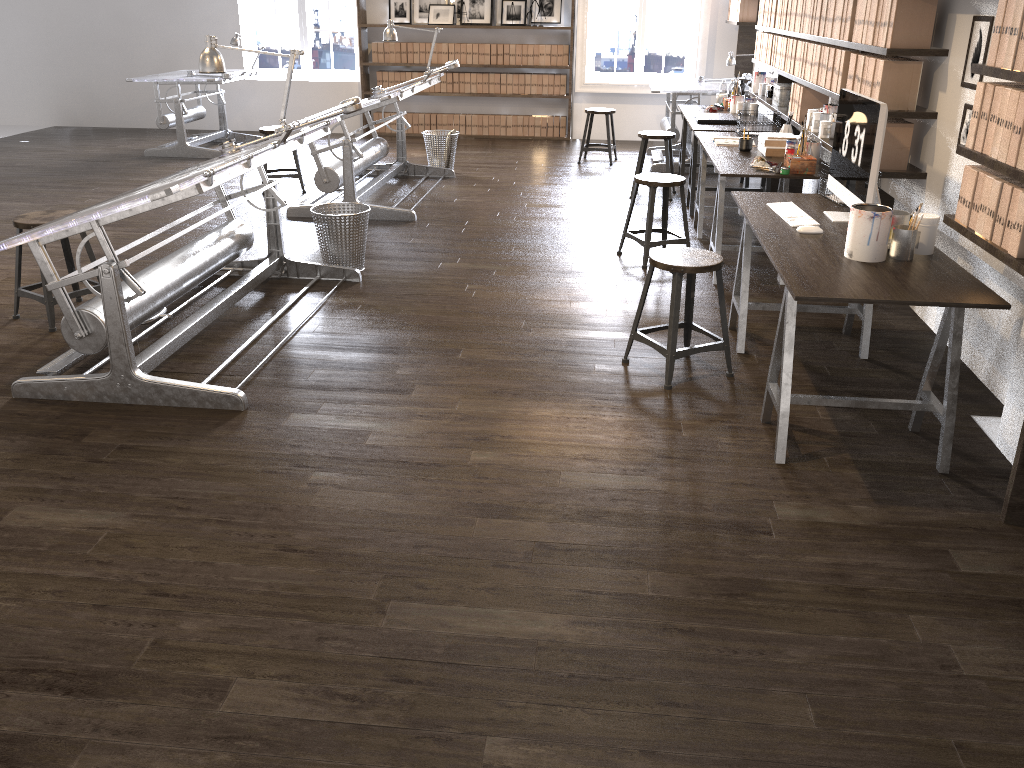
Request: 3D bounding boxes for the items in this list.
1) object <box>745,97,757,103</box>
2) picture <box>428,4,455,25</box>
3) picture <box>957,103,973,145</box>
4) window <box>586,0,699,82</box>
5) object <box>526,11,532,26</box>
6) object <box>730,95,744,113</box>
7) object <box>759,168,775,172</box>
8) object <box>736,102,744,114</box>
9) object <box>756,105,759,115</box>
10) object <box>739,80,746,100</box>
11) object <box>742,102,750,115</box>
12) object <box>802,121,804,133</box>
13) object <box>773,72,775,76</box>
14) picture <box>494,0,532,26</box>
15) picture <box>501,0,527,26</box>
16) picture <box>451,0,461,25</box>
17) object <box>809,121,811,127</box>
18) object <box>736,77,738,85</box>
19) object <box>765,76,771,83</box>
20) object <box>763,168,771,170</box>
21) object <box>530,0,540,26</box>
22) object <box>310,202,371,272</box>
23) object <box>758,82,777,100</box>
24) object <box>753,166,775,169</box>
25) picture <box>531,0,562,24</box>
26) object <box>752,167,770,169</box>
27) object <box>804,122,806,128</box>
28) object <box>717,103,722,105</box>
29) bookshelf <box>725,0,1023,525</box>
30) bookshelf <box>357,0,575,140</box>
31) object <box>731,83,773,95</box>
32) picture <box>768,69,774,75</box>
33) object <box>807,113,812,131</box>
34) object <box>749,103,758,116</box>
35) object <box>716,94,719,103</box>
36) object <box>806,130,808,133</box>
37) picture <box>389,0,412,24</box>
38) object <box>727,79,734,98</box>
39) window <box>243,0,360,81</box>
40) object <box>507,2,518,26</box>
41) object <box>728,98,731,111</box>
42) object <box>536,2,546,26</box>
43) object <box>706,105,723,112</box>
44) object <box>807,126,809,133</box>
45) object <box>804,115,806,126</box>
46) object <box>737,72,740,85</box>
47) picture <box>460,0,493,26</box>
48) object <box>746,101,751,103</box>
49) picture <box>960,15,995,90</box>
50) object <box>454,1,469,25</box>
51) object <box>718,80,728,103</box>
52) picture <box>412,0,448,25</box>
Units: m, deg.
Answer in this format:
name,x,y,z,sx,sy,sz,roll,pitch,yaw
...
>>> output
name,x,y,z,sx,sy,sz,roll,pitch,yaw
object,1.994,-2.325,7.397,0.094,0.126,0.096,4,22,9
picture,-0.812,-4.245,10.184,0.300,0.225,0.147,3,22,6
picture,1.894,-1.043,3.629,0.023,0.180,0.255,3,23,5
window,1.465,-4.505,9.786,1.245,2.269,0.156,3,21,6
object,0.194,-4.114,9.982,0.066,0.163,0.041,3,22,6
object,1.893,-2.356,7.449,0.104,0.139,0.107,0,22,-2
object,1.402,-1.193,4.918,0.005,0.005,0.160,-11,26,-26
object,1.894,-2.294,7.353,0.062,0.093,0.062,-19,29,-40
object,2.013,-2.270,7.326,0.054,0.079,0.055,3,22,6
object,2.012,-2.548,7.776,0.068,0.225,0.070,2,22,3
object,1.932,-2.269,7.297,0.063,0.092,0.063,-14,26,-32
object,1.594,-1.346,4.839,0.072,0.183,0.008,-18,28,-39
object,2.257,-2.636,7.703,0.041,0.160,0.006,0,21,-2
picture,0.013,-4.294,10.152,0.434,0.355,0.097,3,22,6
picture,0.020,-4.245,10.125,0.289,0.285,0.129,3,22,6
picture,-0.522,-4.345,10.199,0.369,0.399,0.093,3,22,6
object,1.610,-1.350,4.847,0.053,0.179,0.006,-18,28,-38
object,1.920,-2.540,7.581,0.006,0.189,0.056,2,22,4
object,2.213,-2.588,7.661,0.051,0.137,0.051,2,22,3
object,1.405,-1.200,4.936,0.008,0.006,0.120,-14,28,-32
object,0.258,-4.189,9.985,0.118,0.299,0.041,3,21,6
object,-1.011,-0.862,5.282,0.354,0.371,0.358,12,25,25
object,2.153,-2.400,7.278,0.237,0.159,0.108,-11,25,-26
object,1.399,-1.205,4.927,0.011,0.017,0.174,-9,25,-23
picture,0.393,-4.294,10.076,0.343,0.358,0.163,3,22,6
object,1.394,-1.204,4.934,0.157,0.006,0.006,12,25,24
object,1.586,-1.343,4.841,0.022,0.177,0.006,10,23,24
object,1.823,-2.449,7.781,0.049,0.037,0.050,2,23,2
bookshelf,2.030,-1.707,5.592,0.373,3.150,9.342,3,23,5
bookshelf,-0.518,-4.044,10.279,2.474,3.658,0.420,3,21,6
object,2.038,-2.490,7.542,0.346,0.143,0.078,13,25,26
picture,2.425,-2.985,8.250,0.023,0.180,0.255,3,23,5
object,1.611,-1.363,4.829,0.020,0.224,0.007,16,26,35
object,1.974,-2.248,7.249,0.062,0.093,0.062,-14,26,-32
object,1.850,-2.528,7.879,0.068,0.102,0.069,5,22,10
object,1.602,-1.321,4.837,0.011,0.133,0.005,11,24,25
picture,-1.301,-4.351,10.304,0.267,0.310,0.059,3,21,6
object,1.928,-2.556,7.783,0.068,0.233,0.070,2,22,3
window,-2.463,-4.752,10.286,1.483,2.454,0.156,3,21,6
object,0.006,-4.178,10.009,0.124,0.256,0.041,3,21,6
object,1.861,-2.372,7.520,0.049,0.110,0.050,1,22,2
object,0.330,-4.177,10.011,0.110,0.257,0.041,3,21,6
object,1.713,-2.358,7.562,0.133,0.050,0.199,16,28,32
object,1.608,-1.327,4.836,0.006,0.154,0.005,-12,24,-29
object,1.598,-1.364,4.851,0.007,0.210,0.056,5,22,12
object,1.930,-2.555,7.583,0.021,0.224,0.007,7,22,17
picture,-0.404,-4.311,10.140,0.373,0.384,0.151,3,22,6
object,1.956,-2.291,7.346,0.044,0.099,0.045,3,22,5
picture,1.909,-1.355,3.624,0.022,0.279,0.205,2,22,5
object,-0.570,-4.204,10.053,0.174,0.256,0.041,3,21,6
object,1.857,-2.556,7.791,0.068,0.225,0.070,2,22,3
picture,-0.950,-4.347,10.244,0.415,0.359,0.084,3,22,6
